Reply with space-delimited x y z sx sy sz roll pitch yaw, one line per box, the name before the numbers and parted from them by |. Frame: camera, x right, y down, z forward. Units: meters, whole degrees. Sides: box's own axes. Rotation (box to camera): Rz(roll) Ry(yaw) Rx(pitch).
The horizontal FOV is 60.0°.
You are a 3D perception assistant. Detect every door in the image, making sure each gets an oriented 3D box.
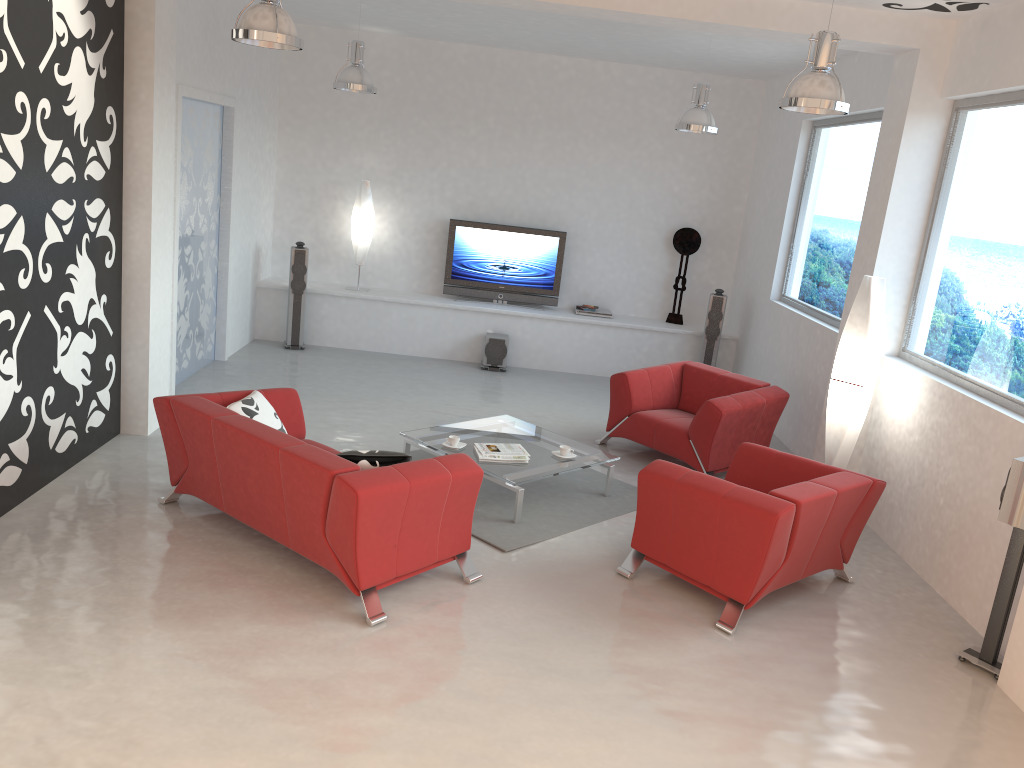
door | -2.866 -1.307 7.979 0.240 2.550 1.600 6 14 -2

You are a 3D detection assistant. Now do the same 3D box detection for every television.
television | -0.092 -1.388 10.359 1.356 0.919 0.343 6 14 -2

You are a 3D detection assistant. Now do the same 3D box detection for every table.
table | -0.030 0.574 6.398 1.162 0.286 1.097 19 18 41

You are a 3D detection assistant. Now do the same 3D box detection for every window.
window | 2.983 -0.779 5.106 0.100 1.800 2.400 6 14 -2
window | 2.942 -1.444 7.825 0.100 1.800 2.400 6 14 -2

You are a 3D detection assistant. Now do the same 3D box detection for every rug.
rug | -0.055 0.715 6.424 1.700 0.025 1.700 19 18 41

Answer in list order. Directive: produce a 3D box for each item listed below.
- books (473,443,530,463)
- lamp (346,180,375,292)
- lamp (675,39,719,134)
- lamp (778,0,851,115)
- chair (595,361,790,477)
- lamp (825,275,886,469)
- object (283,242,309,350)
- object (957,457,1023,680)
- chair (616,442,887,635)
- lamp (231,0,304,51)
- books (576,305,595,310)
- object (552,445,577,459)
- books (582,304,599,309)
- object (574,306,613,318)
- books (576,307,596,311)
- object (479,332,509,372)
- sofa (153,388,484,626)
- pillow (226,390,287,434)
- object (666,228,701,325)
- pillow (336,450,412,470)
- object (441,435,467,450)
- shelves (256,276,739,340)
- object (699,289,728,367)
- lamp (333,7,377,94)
books | -0.071 0.470 6.121 0.367 0.035 0.345 4 14 -12
lamp | -1.723 -1.700 10.173 0.263 1.239 0.263 4 14 -10
lamp | 1.670 -2.612 7.734 0.379 0.800 0.379 17 17 36
lamp | 1.713 -1.899 4.820 0.379 0.800 0.379 13 15 26
chair | 1.500 0.285 7.392 0.951 0.738 1.288 -5 18 -41
lamp | 2.349 0.136 6.192 0.313 1.779 0.313 4 14 -10
object | -2.374 -0.984 9.802 0.255 1.184 0.273 2 14 -17
object | 2.509 0.924 4.447 0.214 1.112 0.229 -3 17 -36
chair | 1.409 0.808 5.193 1.288 0.738 0.951 -5 18 -41
lamp | -1.276 -2.219 4.697 0.379 0.800 0.379 4 14 -9
books | 0.871 -0.902 10.466 0.190 0.015 0.135 1 15 -22
object | 0.368 0.476 6.237 0.153 0.069 0.153 -3 17 -35
books | 0.924 -0.910 10.460 0.190 0.015 0.135 8 14 7
object | 0.960 -0.855 10.504 0.430 0.045 0.352 6 14 -2
books | 0.870 -0.887 10.467 0.190 0.015 0.135 -3 17 -36
object | -0.188 -0.361 10.014 0.336 0.374 0.337 6 14 -2
sofa | -1.135 0.548 5.038 1.929 0.738 0.951 17 17 36
pillow | -1.513 0.257 5.301 0.288 0.343 0.402 8 14 5
object | 1.994 -1.268 10.420 0.331 1.130 0.108 12 15 22
pillow | -0.748 0.491 4.705 0.402 0.343 0.288 4 14 -10
object | -0.402 0.402 6.170 0.153 0.069 0.153 13 15 23
shelves | -0.140 -0.893 10.360 5.500 0.050 0.650 6 14 -2
object | 2.243 -0.489 9.986 0.255 1.184 0.273 10 14 12
lamp | -1.319 -2.932 7.611 0.379 0.800 0.379 5 14 -6
